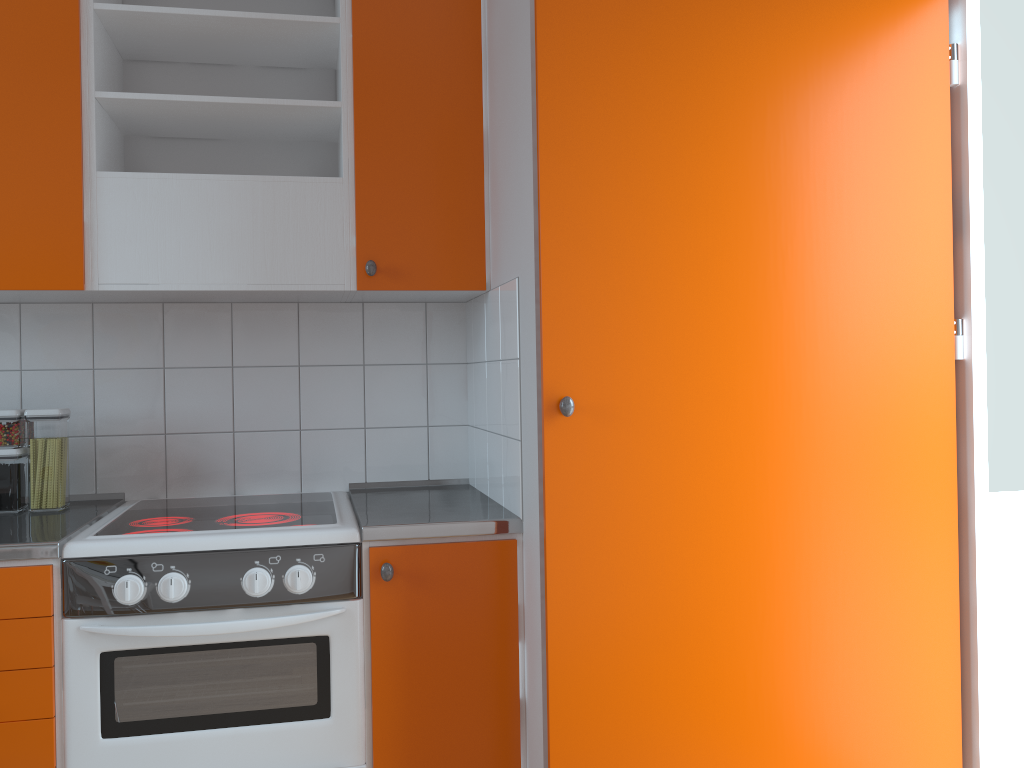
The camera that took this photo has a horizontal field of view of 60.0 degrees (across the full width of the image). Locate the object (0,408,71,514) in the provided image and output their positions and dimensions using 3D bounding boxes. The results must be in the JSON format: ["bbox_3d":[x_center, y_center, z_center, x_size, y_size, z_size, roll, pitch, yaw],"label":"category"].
[{"bbox_3d":[-1.298,0.197,2.268,0.300,0.261,0.094,-1,0,-11],"label":"object"}]

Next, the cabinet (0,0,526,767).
[{"bbox_3d":[-1.570,0.024,2.028,3.100,2.348,0.705,-1,0,-11],"label":"cabinet"}]

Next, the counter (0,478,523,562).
[{"bbox_3d":[-1.569,0.380,2.045,3.099,0.132,0.682,-1,1,-11],"label":"counter"}]

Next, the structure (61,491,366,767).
[{"bbox_3d":[-0.694,0.749,2.191,0.617,0.864,0.734,-1,0,-12],"label":"structure"}]

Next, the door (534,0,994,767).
[{"bbox_3d":[0.823,0.131,1.629,1.417,2.055,0.678,-1,0,36],"label":"door"}]
